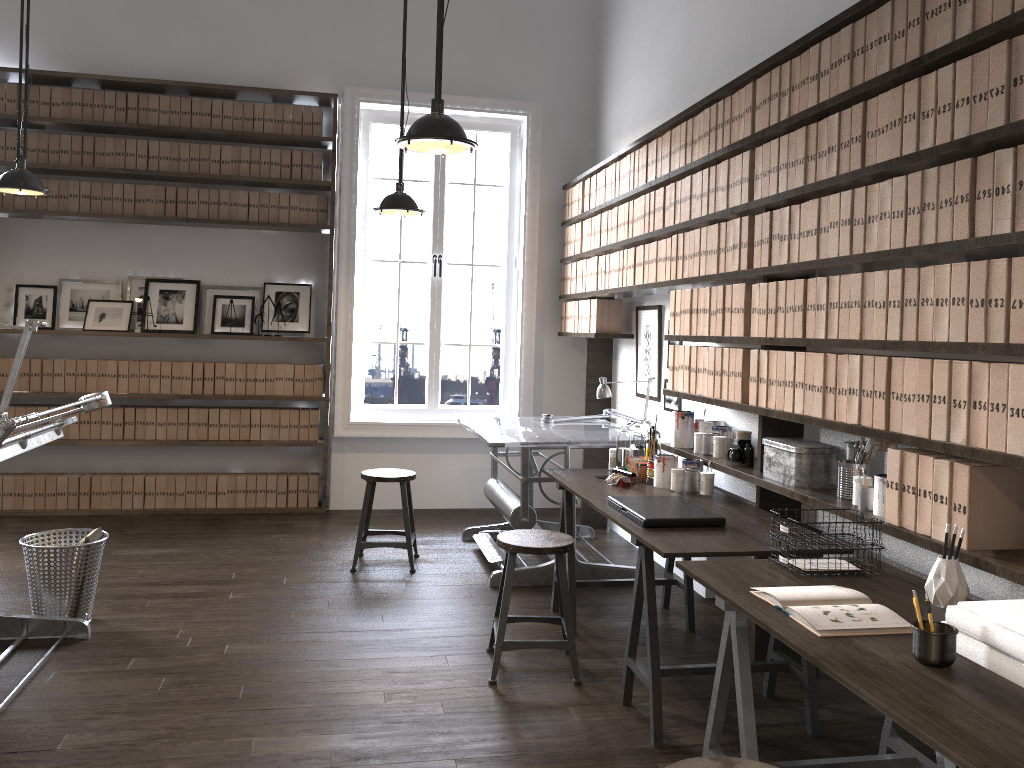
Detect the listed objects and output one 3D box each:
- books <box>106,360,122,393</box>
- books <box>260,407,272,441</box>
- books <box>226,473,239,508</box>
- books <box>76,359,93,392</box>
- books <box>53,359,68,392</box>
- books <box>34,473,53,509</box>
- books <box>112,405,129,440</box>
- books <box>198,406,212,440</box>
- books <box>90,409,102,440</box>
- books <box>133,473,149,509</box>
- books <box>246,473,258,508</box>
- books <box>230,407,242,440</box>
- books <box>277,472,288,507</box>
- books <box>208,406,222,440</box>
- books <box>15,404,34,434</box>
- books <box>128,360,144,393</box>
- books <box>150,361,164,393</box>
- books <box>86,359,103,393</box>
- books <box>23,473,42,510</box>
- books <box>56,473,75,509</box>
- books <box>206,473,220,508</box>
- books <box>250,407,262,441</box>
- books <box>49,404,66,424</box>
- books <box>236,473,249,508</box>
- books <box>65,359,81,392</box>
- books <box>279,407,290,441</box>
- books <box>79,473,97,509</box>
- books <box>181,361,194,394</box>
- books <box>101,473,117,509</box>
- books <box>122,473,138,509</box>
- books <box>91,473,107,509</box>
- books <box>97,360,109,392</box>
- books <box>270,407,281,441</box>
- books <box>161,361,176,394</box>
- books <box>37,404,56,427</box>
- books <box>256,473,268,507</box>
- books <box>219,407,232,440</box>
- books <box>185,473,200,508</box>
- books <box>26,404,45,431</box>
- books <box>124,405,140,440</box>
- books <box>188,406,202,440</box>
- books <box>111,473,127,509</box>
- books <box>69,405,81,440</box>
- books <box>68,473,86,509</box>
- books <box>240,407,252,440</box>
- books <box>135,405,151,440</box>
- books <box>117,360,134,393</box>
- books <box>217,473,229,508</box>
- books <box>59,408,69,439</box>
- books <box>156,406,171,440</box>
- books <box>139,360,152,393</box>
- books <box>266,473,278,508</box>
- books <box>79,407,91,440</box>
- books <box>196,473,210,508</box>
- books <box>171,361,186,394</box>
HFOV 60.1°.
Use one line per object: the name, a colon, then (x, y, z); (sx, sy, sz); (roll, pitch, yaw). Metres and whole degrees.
books: (-2.787, -0.054, 6.214); (0.066, 0.225, 0.175); (2, 1, -11)
books: (-1.778, 0.287, 6.418); (0.066, 0.225, 0.175); (2, 1, -11)
books: (-2.011, 0.764, 6.379); (0.066, 0.225, 0.175); (2, 1, -11)
books: (-2.980, -0.058, 6.178); (0.066, 0.225, 0.175); (2, 1, -11)
books: (-3.119, -0.060, 6.147); (0.066, 0.225, 0.174); (2, 1, -11)
books: (-3.244, 0.741, 6.136); (0.066, 0.225, 0.175); (2, 1, -11)
books: (-2.752, 0.269, 6.228); (0.066, 0.225, 0.175); (2, 1, -11)
books: (-2.196, 0.280, 6.331); (0.067, 0.226, 0.175); (2, 1, -11)
books: (-2.891, 0.266, 6.200); (0.066, 0.225, 0.174); (2, 1, -11)
books: (-2.621, 0.753, 6.257); (0.066, 0.225, 0.174); (2, 1, -11)
books: (-1.880, 0.767, 6.406); (0.066, 0.225, 0.175); (2, 1, -11)
books: (-1.988, 0.283, 6.380); (0.066, 0.225, 0.174); (2, 1, -11)
books: (-1.671, 0.771, 6.448); (0.066, 0.225, 0.175); (2, 1, -11)
books: (-2.126, 0.281, 6.345); (0.066, 0.225, 0.175); (2, 1, -11)
books: (-3.362, 0.257, 6.108); (0.066, 0.225, 0.174); (2, 1, -11)
books: (-2.647, -0.051, 6.243); (0.066, 0.225, 0.175); (2, 1, -11)
books: (-2.510, -0.049, 6.269); (0.066, 0.225, 0.174); (2, 1, -11)
books: (-2.913, -0.056, 6.186); (0.067, 0.226, 0.175); (2, 1, -11)
books: (-3.310, 0.741, 6.117); (0.067, 0.226, 0.175); (2, 1, -11)
books: (-3.105, 0.744, 6.160); (0.066, 0.225, 0.174); (2, 1, -11)
books: (-2.143, 0.762, 6.349); (0.067, 0.226, 0.175); (2, 1, -11)
books: (-1.849, 0.286, 6.402); (0.067, 0.226, 0.175); (2, 1, -11)
books: (-3.153, 0.261, 6.145); (0.066, 0.225, 0.175); (2, 1, -11)
books: (-1.945, 0.766, 6.388); (0.067, 0.226, 0.175); (2, 1, -11)
books: (-3.050, -0.059, 6.165); (0.066, 0.225, 0.174); (2, 1, -11)
books: (-1.651, 0.290, 6.440); (0.067, 0.226, 0.175); (2, 1, -11)
books: (-2.961, 0.747, 6.187); (0.067, 0.226, 0.175); (2, 1, -11)
books: (-2.306, -0.045, 6.310); (0.066, 0.225, 0.175); (2, 1, -11)
books: (-2.825, 0.749, 6.217); (0.066, 0.225, 0.175); (2, 1, -11)
books: (-2.691, 0.752, 6.239); (0.066, 0.225, 0.175); (2, 1, -11)
books: (-2.890, 0.748, 6.207); (0.066, 0.225, 0.175); (2, 1, -11)
books: (-2.849, -0.055, 6.203); (0.066, 0.225, 0.175); (2, 1, -11)
books: (-1.717, 0.288, 6.431); (0.066, 0.225, 0.175); (2, 1, -11)
books: (-2.438, -0.047, 6.279); (0.066, 0.225, 0.175); (2, 1, -11)
books: (-3.224, 0.260, 6.129); (0.067, 0.226, 0.175); (2, 1, -11)
books: (-1.811, 0.768, 6.420); (0.066, 0.225, 0.174); (2, 1, -11)
books: (-2.055, 0.282, 6.363); (0.066, 0.225, 0.174); (2, 1, -11)
books: (-2.282, 0.759, 6.328); (0.066, 0.225, 0.174); (2, 1, -11)
books: (-3.293, 0.259, 6.120); (0.066, 0.225, 0.175); (2, 1, -11)
books: (-2.677, 0.270, 6.237); (0.067, 0.226, 0.175); (2, 1, -11)
books: (-2.259, 0.278, 6.323); (0.066, 0.225, 0.175); (2, 1, -11)
books: (-2.762, 0.751, 6.225); (0.067, 0.226, 0.175); (2, 1, -11)
books: (-3.025, 0.264, 6.167); (0.067, 0.226, 0.175); (2, 1, -11)
books: (-3.036, 0.745, 6.178); (0.066, 0.225, 0.175); (2, 1, -11)
books: (-1.919, 0.284, 6.392); (0.066, 0.225, 0.175); (2, 1, -11)
books: (-2.605, 0.271, 6.257); (0.066, 0.225, 0.175); (2, 1, -11)
books: (-2.715, -0.053, 6.226); (0.067, 0.226, 0.175); (2, 1, -11)
books: (-2.073, 0.763, 6.365); (0.066, 0.225, 0.175); (2, 1, -11)
books: (-3.092, 0.262, 6.159); (0.066, 0.225, 0.175); (2, 1, -11)
books: (-2.469, 0.274, 6.281); (0.066, 0.225, 0.174); (2, 1, -11)
books: (-2.579, -0.050, 6.259); (0.066, 0.225, 0.174); (2, 1, -11)
books: (-1.740, 0.770, 6.430); (0.066, 0.225, 0.174); (2, 1, -11)
books: (-2.960, 0.265, 6.186); (0.066, 0.225, 0.175); (2, 1, -11)
books: (-2.213, 0.761, 6.340); (0.066, 0.225, 0.175); (2, 1, -11)
books: (-2.367, -0.046, 6.293); (0.067, 0.226, 0.175); (2, 1, -11)
